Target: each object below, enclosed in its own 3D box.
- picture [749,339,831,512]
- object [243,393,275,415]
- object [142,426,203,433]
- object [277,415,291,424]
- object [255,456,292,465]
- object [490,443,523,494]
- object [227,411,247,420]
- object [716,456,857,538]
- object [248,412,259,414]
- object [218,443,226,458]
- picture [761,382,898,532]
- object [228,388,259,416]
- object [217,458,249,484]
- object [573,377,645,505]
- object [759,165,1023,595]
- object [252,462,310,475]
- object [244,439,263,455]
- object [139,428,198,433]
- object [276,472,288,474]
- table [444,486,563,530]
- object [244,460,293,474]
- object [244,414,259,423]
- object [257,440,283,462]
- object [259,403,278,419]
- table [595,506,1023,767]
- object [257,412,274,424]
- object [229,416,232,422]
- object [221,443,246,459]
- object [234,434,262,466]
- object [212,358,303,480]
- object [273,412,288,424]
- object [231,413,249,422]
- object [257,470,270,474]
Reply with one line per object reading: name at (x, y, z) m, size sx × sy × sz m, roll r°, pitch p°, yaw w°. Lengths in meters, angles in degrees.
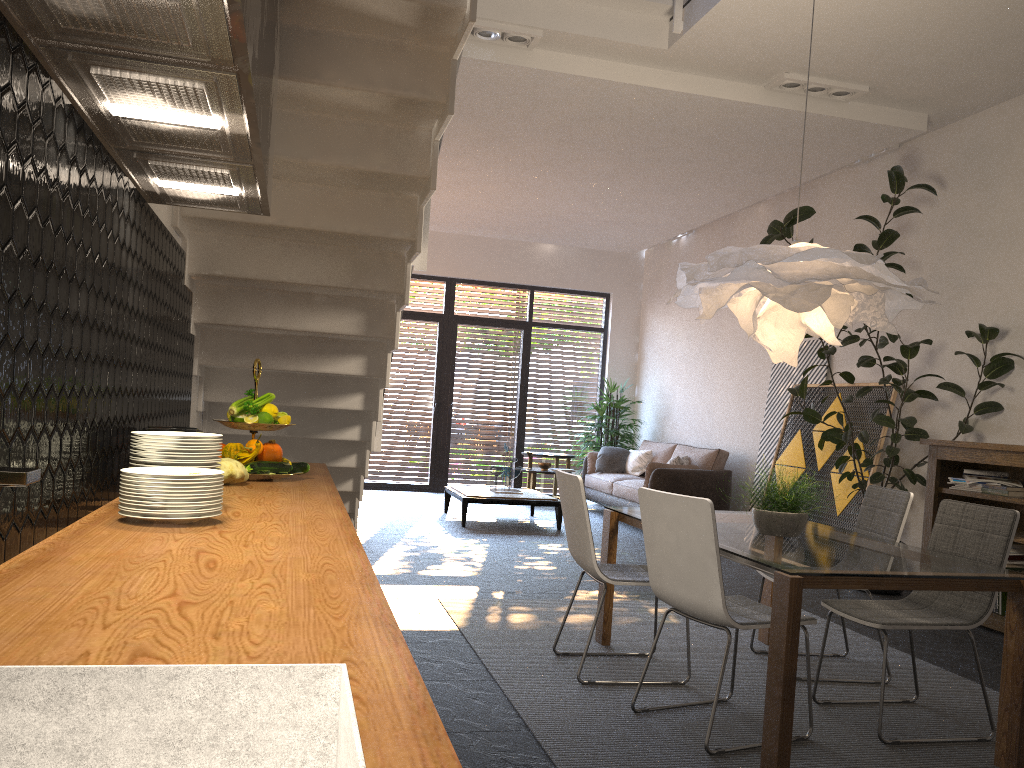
picture at (2.617, 0.592, 8.464) m, size 0.208 × 2.021 × 0.956 m, roll 3°, pitch 1°, yaw -14°
object at (-0.881, 0.069, 3.107) m, size 0.056 × 0.082 × 0.181 m, roll 4°, pitch -1°, yaw 15°
object at (-1.025, 0.222, 2.668) m, size 0.172 × 0.185 × 0.172 m, roll 4°, pitch 0°, yaw -36°
object at (-0.810, 0.131, 3.154) m, size 0.045 × 0.041 × 0.048 m, roll 4°, pitch 0°, yaw 37°
object at (-0.852, 0.254, 3.165) m, size 0.154 × 0.076 × 0.079 m, roll 3°, pitch 0°, yaw 21°
object at (0.240, -1.199, 5.077) m, size 0.365 × 4.477 × 8.903 m, roll 4°, pitch -1°, yaw -2°
object at (-0.987, 0.105, 3.184) m, size 0.079 × 0.069 × 0.059 m, roll 4°, pitch 0°, yaw 14°
object at (1.202, 0.497, 3.891) m, size 0.532 × 0.367 × 0.667 m, roll 4°, pitch -1°, yaw -19°
object at (-0.915, 0.126, 3.206) m, size 0.101 × 0.078 × 0.095 m, roll 4°, pitch 0°, yaw -18°
object at (-1.046, 0.251, 3.124) m, size 0.111 × 0.111 × 0.112 m, roll 4°, pitch 0°, yaw -38°
picture at (2.654, 0.785, 7.699) m, size 0.387 × 1.607 × 1.495 m, roll 3°, pitch 0°, yaw -14°
object at (-0.935, 0.063, 3.125) m, size 0.067 × 0.101 × 0.211 m, roll 4°, pitch -1°, yaw 1°
object at (-0.952, 0.280, 2.862) m, size 0.189 × 0.083 × 0.197 m, roll 4°, pitch -1°, yaw -5°
object at (1.291, 0.754, 11.852) m, size 0.911 × 1.725 × 0.980 m, roll 4°, pitch 1°, yaw 42°
object at (2.708, -0.043, 6.577) m, size 0.909 × 3.203 × 2.007 m, roll 3°, pitch 1°, yaw -36°
object at (-0.842, 0.300, 3.163) m, size 0.239 × 0.048 × 0.061 m, roll 5°, pitch -1°, yaw -33°
object at (-0.889, 0.220, 3.050) m, size 0.059 × 0.056 × 0.127 m, roll 4°, pitch -1°, yaw -13°
object at (-0.966, 0.221, 2.496) m, size 0.172 × 0.185 × 0.172 m, roll 4°, pitch 0°, yaw 35°
object at (-0.812, 0.316, 3.122) m, size 0.042 × 0.014 × 0.043 m, roll 4°, pitch -1°, yaw -3°
table at (-0.117, 1.299, 9.386) m, size 1.050 × 0.307 × 1.114 m, roll 4°, pitch -1°, yaw -14°
object at (-0.853, 0.287, 3.069) m, size 0.054 × 0.044 × 0.217 m, roll 3°, pitch -1°, yaw 33°
object at (-0.898, 0.128, 3.055) m, size 0.049 × 0.050 × 0.052 m, roll 4°, pitch 0°, yaw 4°
object at (-0.855, 0.242, 3.132) m, size 0.087 × 0.093 × 0.085 m, roll 4°, pitch 0°, yaw -9°
object at (-0.861, 0.097, 3.132) m, size 0.068 × 0.058 × 0.071 m, roll 4°, pitch 0°, yaw -14°
table at (1.156, 1.019, 3.890) m, size 0.998 × 0.715 × 1.798 m, roll 4°, pitch -1°, yaw -14°
object at (-0.863, 0.126, 3.084) m, size 0.065 × 0.060 × 0.062 m, roll 4°, pitch 0°, yaw -18°
object at (-0.970, 0.127, 3.145) m, size 0.066 × 0.061 × 0.063 m, roll 4°, pitch 0°, yaw -5°
object at (-0.967, 0.244, 3.090) m, size 0.087 × 0.078 × 0.089 m, roll 4°, pitch 0°, yaw 21°
object at (-0.895, 0.225, 3.023) m, size 0.125 × 0.120 × 0.061 m, roll 4°, pitch 1°, yaw 19°
object at (-0.914, 0.121, 3.143) m, size 0.352 × 0.426 × 0.351 m, roll 4°, pitch 0°, yaw -20°
object at (-0.840, 0.127, 3.201) m, size 0.060 × 0.054 × 0.059 m, roll 4°, pitch 0°, yaw 20°
object at (-0.931, 0.130, 3.093) m, size 0.101 × 0.062 × 0.075 m, roll 4°, pitch -1°, yaw -32°
object at (-0.847, 0.302, 3.014) m, size 0.043 × 0.020 × 0.042 m, roll 3°, pitch -1°, yaw 38°
